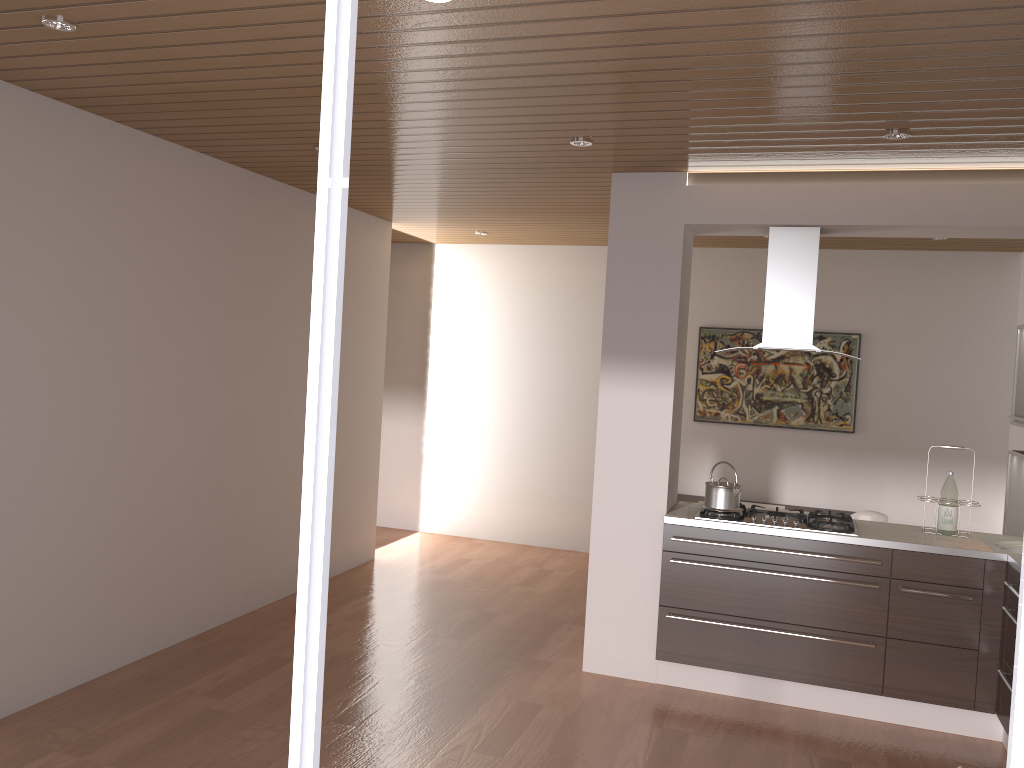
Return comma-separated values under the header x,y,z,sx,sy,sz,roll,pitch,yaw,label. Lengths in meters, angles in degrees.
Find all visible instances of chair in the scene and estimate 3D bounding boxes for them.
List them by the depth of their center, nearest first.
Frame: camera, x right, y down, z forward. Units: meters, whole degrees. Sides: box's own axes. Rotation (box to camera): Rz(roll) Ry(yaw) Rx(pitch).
x,y,z,sx,sy,sz,roll,pitch,yaw,label
1.983,1.210,5.495,0.608,0.847,0.491,3,2,-12,chair

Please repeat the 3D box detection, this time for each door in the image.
x,y,z,sx,sy,sz,roll,pitch,yaw,label
-0.329,0.272,1.470,2.300,2.700,0.101,4,2,18,door

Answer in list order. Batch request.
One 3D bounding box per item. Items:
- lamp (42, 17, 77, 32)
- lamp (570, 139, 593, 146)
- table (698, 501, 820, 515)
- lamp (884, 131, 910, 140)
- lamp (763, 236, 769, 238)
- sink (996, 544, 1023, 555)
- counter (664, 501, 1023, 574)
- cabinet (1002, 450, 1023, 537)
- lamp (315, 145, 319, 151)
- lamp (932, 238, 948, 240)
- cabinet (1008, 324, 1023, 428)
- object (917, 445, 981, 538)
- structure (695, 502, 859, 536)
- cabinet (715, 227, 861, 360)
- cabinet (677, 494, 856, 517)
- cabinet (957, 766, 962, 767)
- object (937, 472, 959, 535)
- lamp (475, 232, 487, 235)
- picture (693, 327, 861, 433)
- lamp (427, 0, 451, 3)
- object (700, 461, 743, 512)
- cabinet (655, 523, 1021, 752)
x,y,z,sx,sy,sz,roll,pitch,yaw,label
-1.492,-1.208,2.925,0.102,0.055,0.102,3,2,1,lamp
0.323,-1.141,4.112,0.102,0.055,0.102,3,2,1,lamp
1.494,1.225,5.564,0.800,0.758,1.100,4,2,18,table
1.602,-1.056,3.688,0.102,0.055,0.102,3,2,-10,lamp
1.933,-1.126,6.631,0.102,0.055,0.102,4,2,35,lamp
2.568,0.816,4.248,0.450,0.347,0.494,4,2,24,sink
1.696,0.776,3.937,2.150,0.036,1.850,4,2,18,counter
2.944,0.702,5.048,0.194,0.600,0.598,4,2,18,cabinet
-0.955,-1.227,4.537,0.102,0.055,0.102,3,2,-10,lamp
3.027,-1.053,6.268,0.102,0.055,0.102,4,2,35,lamp
2.924,-0.050,5.026,0.172,0.600,0.619,3,2,4,cabinet
2.257,0.544,4.579,0.291,0.453,0.210,4,2,23,object
1.401,0.695,4.700,0.797,0.047,0.494,4,2,18,structure
1.867,-0.293,3.924,2.058,1.032,1.399,4,2,22,cabinet
1.955,1.280,7.098,1.740,0.608,0.540,4,2,18,cabinet
1.622,0.646,1.931,1.047,1.948,1.796,4,2,18,cabinet
2.232,0.608,4.532,0.091,0.319,0.091,2,2,-37,object
-0.255,-1.272,7.357,0.102,0.055,0.102,3,2,1,lamp
2.166,-0.043,7.304,1.277,0.801,0.018,4,2,18,picture
-0.213,-1.123,2.500,0.102,0.055,0.102,3,2,1,lamp
1.113,0.532,4.671,0.221,0.251,0.221,4,2,11,object
1.671,1.228,3.950,2.150,0.870,1.850,4,2,18,cabinet
